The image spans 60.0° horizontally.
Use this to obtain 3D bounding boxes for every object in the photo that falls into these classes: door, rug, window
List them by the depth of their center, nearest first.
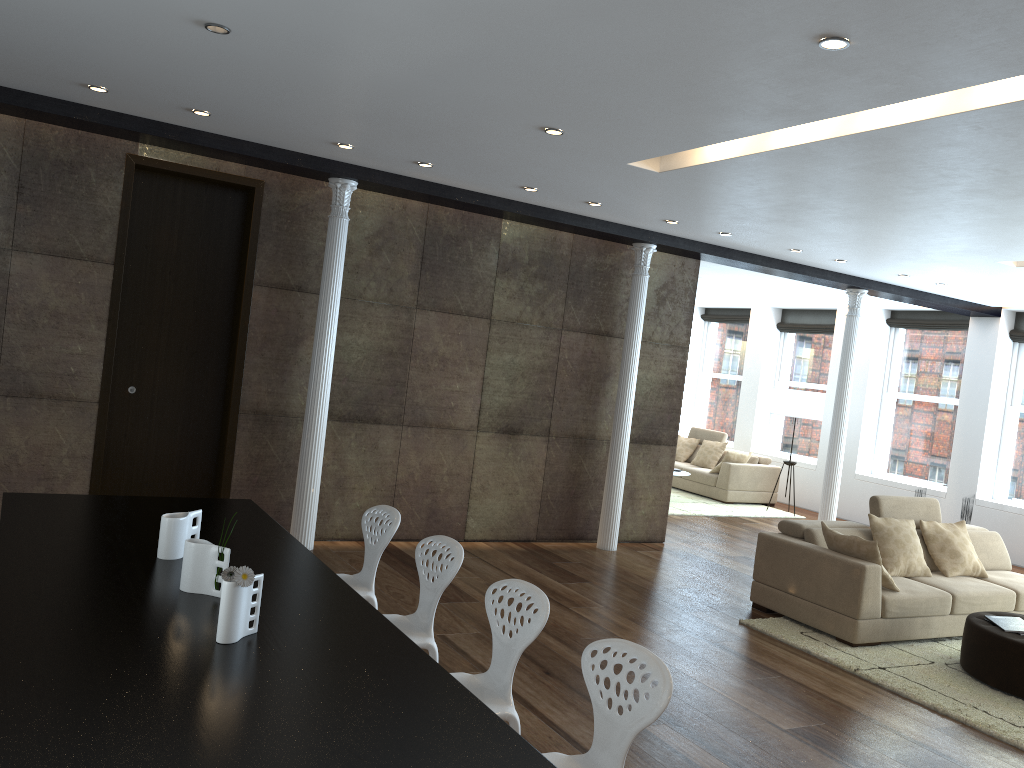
[{"bbox_3d":[4.183,2.022,6.096,4.231,0.020,2.972,6,2,-29],"label":"rug"},{"bbox_3d":[-2.626,-0.237,6.857,1.000,2.814,0.510,6,2,-29],"label":"door"},{"bbox_3d":[6.431,0.373,10.313,0.123,2.400,1.432,6,2,-29],"label":"window"},{"bbox_3d":[5.559,0.222,11.894,0.123,2.400,1.391,6,2,-29],"label":"window"},{"bbox_3d":[1.703,1.519,13.222,2.972,0.020,4.231,6,2,-29],"label":"rug"},{"bbox_3d":[4.563,0.050,13.698,0.123,2.400,1.345,6,2,-29],"label":"window"},{"bbox_3d":[3.699,-0.100,15.264,0.123,2.400,1.444,6,2,-29],"label":"window"}]

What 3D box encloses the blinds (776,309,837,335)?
[{"bbox_3d":[4.631,-0.963,13.640,0.156,0.393,1.342,6,2,-29],"label":"blinds"}]

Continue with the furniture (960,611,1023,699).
[{"bbox_3d":[3.451,1.758,5.640,1.057,0.355,1.057,6,2,-27],"label":"furniture"}]

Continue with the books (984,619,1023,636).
[{"bbox_3d":[3.230,1.550,5.680,0.219,0.031,0.300,7,2,-14],"label":"books"}]

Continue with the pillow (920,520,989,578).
[{"bbox_3d":[3.569,1.328,7.198,0.519,0.416,0.368,6,2,-25],"label":"pillow"}]

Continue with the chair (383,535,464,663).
[{"bbox_3d":[-0.560,1.092,3.901,0.581,0.835,0.495,6,2,-29],"label":"chair"}]

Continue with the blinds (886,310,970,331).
[{"bbox_3d":[5.634,-0.850,11.834,0.156,0.275,1.396,6,2,-29],"label":"blinds"}]

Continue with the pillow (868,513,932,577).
[{"bbox_3d":[3.022,1.259,6.904,0.534,0.439,0.301,6,2,-26],"label":"pillow"}]

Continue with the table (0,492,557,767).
[{"bbox_3d":[-1.194,1.088,3.155,1.200,0.733,3.400,6,2,-29],"label":"table"}]

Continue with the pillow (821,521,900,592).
[{"bbox_3d":[2.473,1.230,6.326,0.395,0.393,0.518,6,2,-26],"label":"pillow"}]

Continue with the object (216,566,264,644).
[{"bbox_3d":[-0.813,0.661,2.691,0.076,0.233,0.161,8,2,42],"label":"object"}]

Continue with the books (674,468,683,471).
[{"bbox_3d":[2.197,1.183,12.376,0.300,0.010,0.220,7,2,-14],"label":"books"}]

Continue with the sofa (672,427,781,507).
[{"bbox_3d":[2.867,1.175,13.809,1.018,0.950,2.581,6,2,-29],"label":"sofa"}]

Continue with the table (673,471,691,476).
[{"bbox_3d":[1.923,1.366,12.234,1.022,0.393,1.022,7,2,15],"label":"table"}]

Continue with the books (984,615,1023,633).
[{"bbox_3d":[3.205,1.540,5.682,0.220,0.040,0.301,7,2,6],"label":"books"}]

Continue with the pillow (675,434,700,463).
[{"bbox_3d":[2.702,1.026,14.129,0.368,0.416,0.519,6,2,-34],"label":"pillow"}]

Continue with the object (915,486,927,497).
[{"bbox_3d":[4.839,1.592,10.588,0.458,0.781,0.458,6,2,-30],"label":"object"}]

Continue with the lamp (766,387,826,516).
[{"bbox_3d":[3.856,0.944,12.247,0.698,1.728,0.698,7,2,-5],"label":"lamp"}]

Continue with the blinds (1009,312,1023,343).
[{"bbox_3d":[6.486,-0.641,10.247,0.183,0.395,1.431,6,2,-29],"label":"blinds"}]

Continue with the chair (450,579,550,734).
[{"bbox_3d":[-0.213,1.153,3.253,0.581,0.835,0.495,6,2,-29],"label":"chair"}]

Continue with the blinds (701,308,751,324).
[{"bbox_3d":[3.776,-1.171,15.201,0.156,0.275,1.442,6,2,-29],"label":"blinds"}]

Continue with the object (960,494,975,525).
[{"bbox_3d":[5.252,1.651,10.287,0.458,0.781,0.458,6,2,-30],"label":"object"}]

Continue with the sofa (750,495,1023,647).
[{"bbox_3d":[3.233,1.412,7.019,2.581,0.950,1.021,6,2,-29],"label":"sofa"}]

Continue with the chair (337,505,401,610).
[{"bbox_3d":[-0.912,1.032,4.499,0.581,0.835,0.495,6,2,-29],"label":"chair"}]

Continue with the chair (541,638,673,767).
[{"bbox_3d":[0.121,1.211,2.639,0.581,0.835,0.495,6,2,-29],"label":"chair"}]

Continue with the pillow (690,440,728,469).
[{"bbox_3d":[3.015,1.069,13.590,0.301,0.439,0.534,6,2,-33],"label":"pillow"}]

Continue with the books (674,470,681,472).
[{"bbox_3d":[2.193,1.193,12.351,0.300,0.010,0.220,7,2,6],"label":"books"}]

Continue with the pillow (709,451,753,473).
[{"bbox_3d":[3.172,1.132,12.811,0.518,0.393,0.395,6,2,-33],"label":"pillow"}]
